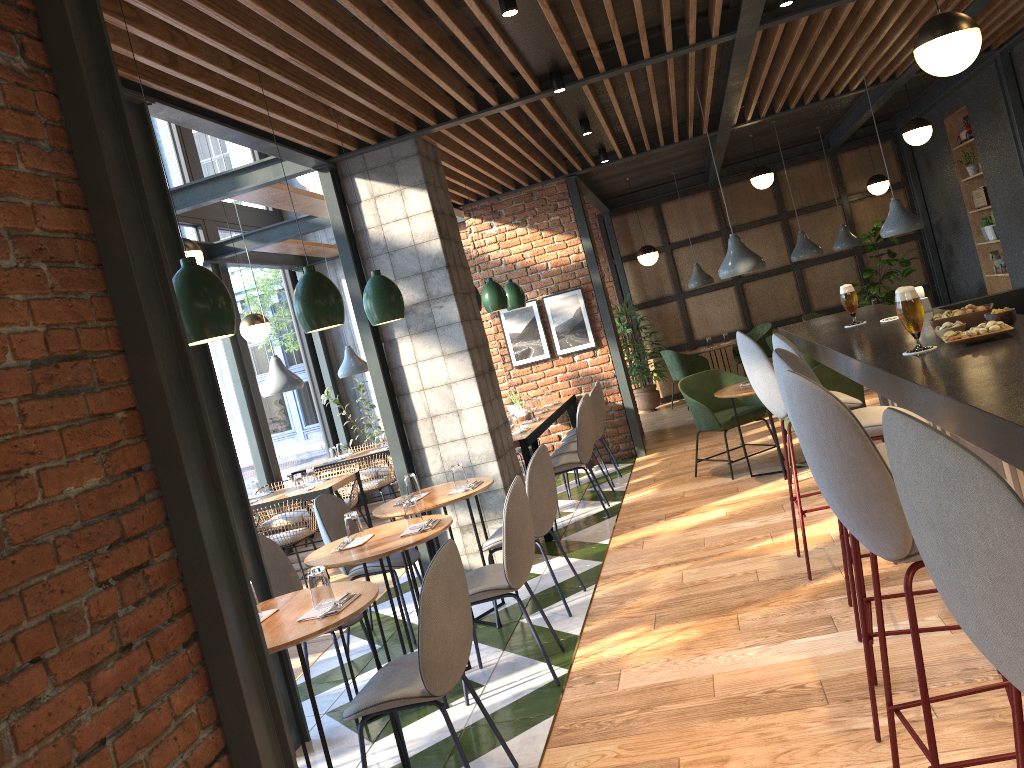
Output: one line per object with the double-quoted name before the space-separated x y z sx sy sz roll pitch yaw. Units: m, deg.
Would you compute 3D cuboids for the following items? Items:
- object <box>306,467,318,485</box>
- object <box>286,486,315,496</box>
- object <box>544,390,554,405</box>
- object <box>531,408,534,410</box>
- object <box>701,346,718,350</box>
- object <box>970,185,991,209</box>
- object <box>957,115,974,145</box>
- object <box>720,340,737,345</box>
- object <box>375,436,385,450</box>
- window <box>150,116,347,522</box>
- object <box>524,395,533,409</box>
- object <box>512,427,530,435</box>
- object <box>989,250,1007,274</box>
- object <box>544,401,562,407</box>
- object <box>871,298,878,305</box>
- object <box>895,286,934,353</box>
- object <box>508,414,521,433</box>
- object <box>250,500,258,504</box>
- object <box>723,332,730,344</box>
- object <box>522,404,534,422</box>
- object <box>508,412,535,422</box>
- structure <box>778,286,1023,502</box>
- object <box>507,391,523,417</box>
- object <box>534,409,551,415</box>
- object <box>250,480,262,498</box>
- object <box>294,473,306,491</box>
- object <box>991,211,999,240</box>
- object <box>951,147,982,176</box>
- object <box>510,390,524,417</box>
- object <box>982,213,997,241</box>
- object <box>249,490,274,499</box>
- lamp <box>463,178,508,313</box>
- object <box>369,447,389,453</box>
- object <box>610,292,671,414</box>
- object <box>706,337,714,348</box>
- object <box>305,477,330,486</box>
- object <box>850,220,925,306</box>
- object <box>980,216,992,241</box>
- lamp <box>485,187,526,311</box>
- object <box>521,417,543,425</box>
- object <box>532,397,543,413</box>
"object" -1.706 0.777 7.536 0.080 0.138 0.080 -15 1 -13
"object" -1.735 0.871 7.204 0.242 0.019 0.158 -14 3 11
"object" 0.353 0.130 8.574 0.080 0.138 0.080 -15 1 -15
"object" 0.160 0.244 8.642 0.157 0.019 0.243 -14 3 11
"object" 2.628 -0.481 11.833 0.158 0.019 0.242 -16 3 -22
"object" 5.378 -2.128 10.017 0.198 0.241 0.341 -14 2 7
"object" 5.156 -2.879 9.971 0.203 0.285 0.518 -14 2 12
"object" 2.934 -0.565 11.945 0.158 0.019 0.242 -16 3 -22
"object" -1.366 0.605 9.124 0.080 0.138 0.080 -15 1 -15
"window" -3.568 -1.182 6.429 0.127 5.596 8.750 -14 2 12
"object" 0.163 0.177 8.617 0.080 0.138 0.080 -14 1 34
"object" 0.051 0.367 6.882 0.157 0.019 0.243 -14 3 12
"object" 5.536 -1.389 10.029 0.150 0.257 0.523 -14 2 12
"object" 0.387 0.191 8.549 0.157 0.019 0.243 -14 3 12
"object" 4.529 -0.996 11.059 0.080 0.138 0.080 -14 1 20
"object" 1.111 -0.183 2.459 0.070 0.183 0.070 -14 1 32
"object" 0.016 0.306 6.907 0.080 0.138 0.080 -14 1 35
"object" -2.230 0.992 7.311 0.242 0.019 0.158 -14 3 14
"object" 2.889 -0.622 11.955 0.080 0.138 0.080 -15 1 -9
"object" 0.132 0.245 7.480 0.080 0.138 0.080 -15 1 -25
"object" 0.076 0.298 7.772 0.252 0.046 0.253 -15 3 -14
"structure" 2.501 0.065 2.234 2.909 1.395 4.937 -14 3 12
"object" 0.028 0.187 7.822 0.146 0.276 0.145 -15 1 -7
"object" 0.261 0.252 8.015 0.157 0.019 0.243 -14 3 12
"object" -2.213 0.902 7.645 0.080 0.138 0.080 -14 1 15
"object" -1.736 0.801 7.224 0.080 0.138 0.080 -14 1 14
"object" 5.367 -1.772 9.765 0.143 0.350 0.144 -14 1 29
"object" 5.227 -2.533 10.056 0.174 0.329 0.536 -15 2 -8
"object" 0.067 0.181 7.702 0.115 0.282 0.128 -14 1 8
"object" 5.415 -1.786 10.001 0.212 0.329 0.233 -14 1 18
"object" -2.172 0.958 7.664 0.242 0.019 0.158 -14 3 11
"lamp" -0.377 -1.624 7.817 0.223 2.021 0.224 -14 0 15
"object" -1.366 0.674 9.104 0.242 0.019 0.158 -14 3 12
"object" 1.718 -0.447 12.395 0.983 1.722 0.910 -15 1 -23
"object" 2.637 -0.551 11.831 0.080 0.138 0.080 -15 1 -9
"object" -1.664 0.833 7.554 0.242 0.019 0.158 -14 3 14
"object" 4.987 -1.289 11.722 1.052 1.794 0.725 -14 1 22
"object" 5.495 -1.801 10.203 0.173 0.295 0.189 -15 1 -14
"lamp" -0.204 -1.715 8.690 0.223 2.021 0.224 -14 0 15
"object" 0.166 0.306 7.455 0.157 0.019 0.243 -14 3 12
"object" 0.227 0.191 8.040 0.080 0.138 0.080 -15 1 -15
